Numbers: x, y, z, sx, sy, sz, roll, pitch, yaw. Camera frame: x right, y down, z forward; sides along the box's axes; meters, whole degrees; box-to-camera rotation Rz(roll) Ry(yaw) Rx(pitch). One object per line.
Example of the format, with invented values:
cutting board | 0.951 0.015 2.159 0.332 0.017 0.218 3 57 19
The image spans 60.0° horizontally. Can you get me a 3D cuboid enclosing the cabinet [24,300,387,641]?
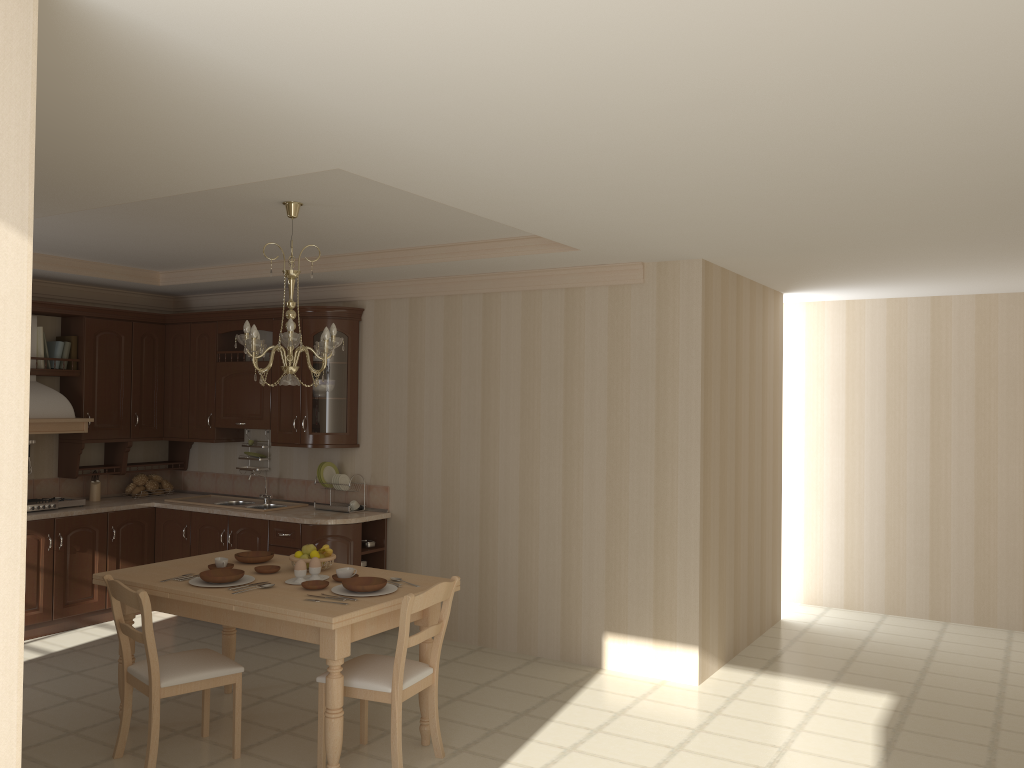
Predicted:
cabinet | -2.736 0.564 5.612 2.436 2.313 3.226 0 -1 31

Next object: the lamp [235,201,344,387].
lamp | -1.077 -0.477 4.328 0.502 0.982 0.501 1 -1 1

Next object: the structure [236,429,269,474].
structure | -2.047 0.537 7.003 0.256 0.361 0.131 0 -1 31

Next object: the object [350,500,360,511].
object | -1.140 0.880 6.429 0.073 0.072 0.085 1 -1 -5

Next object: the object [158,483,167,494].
object | -2.908 0.861 7.323 0.125 0.100 0.091 0 -1 26

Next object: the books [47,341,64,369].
books | -3.414 -0.211 6.573 0.205 0.209 0.086 0 -1 31

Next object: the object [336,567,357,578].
object | -0.794 0.915 4.258 0.063 0.055 0.119 0 -1 45

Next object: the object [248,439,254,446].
object | -2.071 0.464 7.045 0.044 0.051 0.049 1 -1 0

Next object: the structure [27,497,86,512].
structure | -3.385 0.850 6.242 0.325 0.054 0.710 0 -1 31

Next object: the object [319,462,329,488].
object | -1.352 0.667 6.518 0.047 0.188 0.193 0 -1 32

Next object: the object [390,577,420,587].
object | -0.511 0.943 4.220 0.047 0.011 0.219 2 -1 -43

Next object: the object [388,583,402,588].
object | -0.595 0.942 4.195 0.023 0.008 0.221 2 -1 -44

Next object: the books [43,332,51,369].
books | -3.463 -0.244 6.502 0.194 0.271 0.068 0 -1 31

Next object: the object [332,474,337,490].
object | -1.268 0.715 6.464 0.034 0.119 0.123 0 -1 31

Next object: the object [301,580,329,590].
object | -0.904 0.927 4.076 0.127 0.026 0.126 0 -1 22

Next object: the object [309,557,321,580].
object | -0.955 0.890 4.297 0.058 0.104 0.058 1 -1 10

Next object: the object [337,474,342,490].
object | -1.232 0.715 6.442 0.034 0.119 0.123 0 -1 31

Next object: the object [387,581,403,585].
object | -0.595 0.945 4.248 0.022 0.004 0.216 2 -1 -43

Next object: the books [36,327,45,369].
books | -3.477 -0.263 6.466 0.194 0.305 0.042 0 -1 31

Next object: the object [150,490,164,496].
object | -2.903 0.884 7.246 0.105 0.060 0.103 0 -1 26

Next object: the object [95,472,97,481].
object | -3.253 0.765 6.915 0.016 0.158 0.051 1 -1 -6

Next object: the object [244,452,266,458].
object | -2.018 0.560 6.967 0.174 0.051 0.167 0 -1 31

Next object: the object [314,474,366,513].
object | -1.253 0.782 6.452 0.359 0.275 0.172 0 -1 32

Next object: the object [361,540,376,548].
object | -1.035 1.144 6.340 0.120 0.045 0.084 0 -1 42

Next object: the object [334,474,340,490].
object | -1.250 0.715 6.453 0.034 0.119 0.123 0 -1 33

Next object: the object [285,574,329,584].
object | -0.981 0.939 4.253 0.157 0.005 0.245 0 -1 28

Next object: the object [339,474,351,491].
object | -1.214 0.715 6.430 0.034 0.119 0.123 0 -1 31

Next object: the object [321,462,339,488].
object | -1.336 0.667 6.508 0.047 0.188 0.193 0 -1 32

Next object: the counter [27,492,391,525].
counter | -2.575 0.909 5.859 2.422 0.034 2.603 0 -1 31

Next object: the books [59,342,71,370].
books | -3.380 -0.210 6.613 0.205 0.209 0.080 0 -1 31

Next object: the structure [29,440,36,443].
structure | -3.639 0.423 6.386 0.008 0.020 0.422 0 -1 31

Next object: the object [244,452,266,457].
object | -2.017 0.557 6.967 0.174 0.051 0.167 0 -1 31

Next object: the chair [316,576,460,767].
chair | -0.555 1.298 4.004 0.517 0.846 0.462 0 -1 24

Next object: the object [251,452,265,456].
object | -2.017 0.554 6.968 0.174 0.051 0.167 0 -1 31

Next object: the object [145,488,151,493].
object | -2.963 0.860 7.249 0.098 0.094 0.114 1 -1 11

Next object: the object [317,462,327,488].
object | -1.367 0.667 6.528 0.047 0.188 0.193 0 -1 32

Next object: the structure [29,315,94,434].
structure | -3.448 -0.074 6.302 0.455 0.845 0.753 0 -1 31

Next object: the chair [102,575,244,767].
chair | -1.545 1.285 4.031 0.517 0.846 0.462 2 -1 -42

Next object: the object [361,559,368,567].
object | -1.089 1.274 6.302 0.120 0.045 0.084 0 -1 42

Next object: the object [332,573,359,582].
object | -0.799 0.932 4.252 0.127 0.026 0.126 0 -1 22

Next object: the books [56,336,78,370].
books | -3.348 -0.231 6.671 0.205 0.254 0.052 0 -1 31

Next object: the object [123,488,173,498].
object | -2.955 0.883 7.206 0.199 0.060 0.364 0 -1 31
